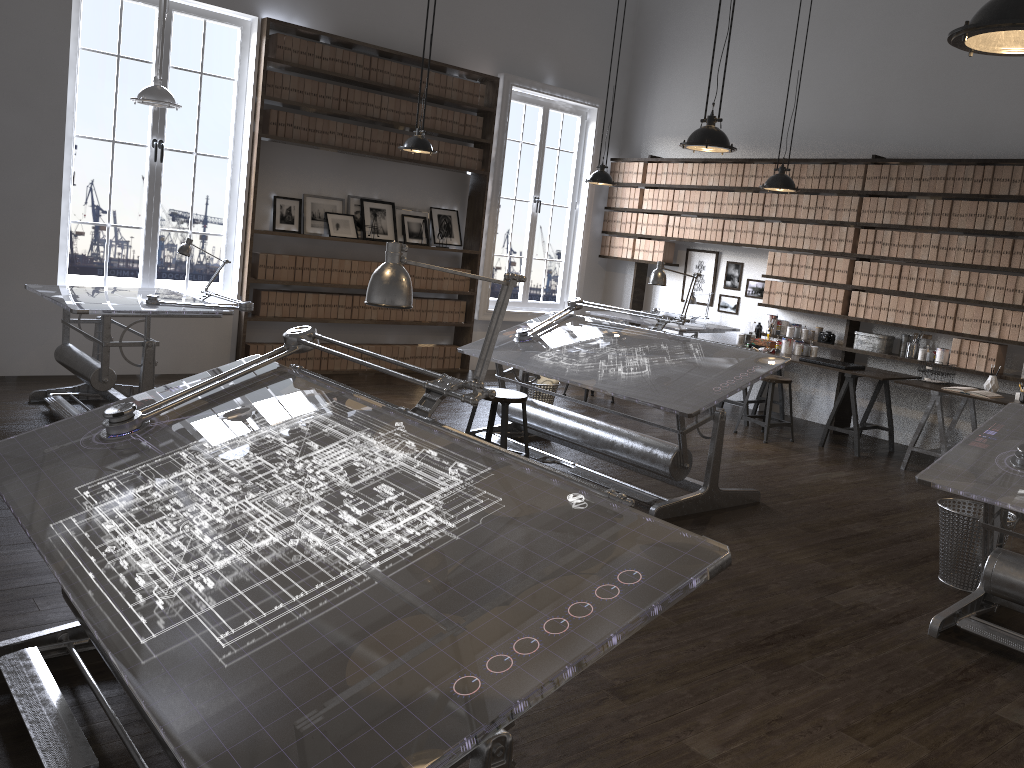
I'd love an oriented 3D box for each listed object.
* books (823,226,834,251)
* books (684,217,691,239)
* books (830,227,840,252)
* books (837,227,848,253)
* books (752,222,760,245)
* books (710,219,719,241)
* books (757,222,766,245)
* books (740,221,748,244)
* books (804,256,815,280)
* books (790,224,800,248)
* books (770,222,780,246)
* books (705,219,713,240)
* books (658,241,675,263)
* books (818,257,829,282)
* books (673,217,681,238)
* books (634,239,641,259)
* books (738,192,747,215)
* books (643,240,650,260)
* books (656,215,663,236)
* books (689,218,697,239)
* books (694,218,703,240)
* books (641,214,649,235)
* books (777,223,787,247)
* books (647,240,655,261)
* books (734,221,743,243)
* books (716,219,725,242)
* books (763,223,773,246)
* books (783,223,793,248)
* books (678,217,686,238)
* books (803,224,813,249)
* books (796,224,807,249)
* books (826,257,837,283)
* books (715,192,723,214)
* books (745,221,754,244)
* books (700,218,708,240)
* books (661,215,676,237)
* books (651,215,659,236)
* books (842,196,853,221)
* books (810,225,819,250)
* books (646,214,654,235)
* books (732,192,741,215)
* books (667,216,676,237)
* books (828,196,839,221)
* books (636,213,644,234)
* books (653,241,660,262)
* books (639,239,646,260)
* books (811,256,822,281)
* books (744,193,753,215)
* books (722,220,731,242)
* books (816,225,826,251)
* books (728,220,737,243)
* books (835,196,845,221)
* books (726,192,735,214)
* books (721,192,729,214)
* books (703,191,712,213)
[{"bbox_3d":[2.897,-1.306,7.994,0.174,0.224,0.067,0,9,-40],"label":"books"},{"bbox_3d":[1.881,-1.612,9.213,0.174,0.224,0.067,0,9,-40],"label":"books"},{"bbox_3d":[2.942,-1.292,7.941,0.174,0.224,0.067,0,9,-40],"label":"books"},{"bbox_3d":[2.983,-1.278,7.884,0.174,0.224,0.067,0,9,-40],"label":"books"},{"bbox_3d":[2.410,-1.448,8.575,0.174,0.224,0.067,0,9,-40],"label":"books"},{"bbox_3d":[2.098,-1.545,8.952,0.174,0.224,0.067,0,9,-40],"label":"books"},{"bbox_3d":[2.449,-1.436,8.526,0.174,0.224,0.067,0,9,-40],"label":"books"},{"bbox_3d":[2.326,-1.475,8.677,0.174,0.224,0.067,0,9,-40],"label":"books"},{"bbox_3d":[2.772,-1.062,8.131,0.174,0.224,0.067,0,9,-40],"label":"books"},{"bbox_3d":[2.681,-1.372,8.252,0.174,0.224,0.067,0,9,-40],"label":"books"},{"bbox_3d":[2.543,-1.414,8.409,0.174,0.224,0.067,0,9,-40],"label":"books"},{"bbox_3d":[2.054,-1.558,9.000,0.174,0.224,0.067,0,9,-40],"label":"books"},{"bbox_3d":[1.652,-1.408,9.479,0.174,0.224,0.067,0,9,-40],"label":"books"},{"bbox_3d":[2.864,-1.033,8.020,0.174,0.224,0.067,0,9,-40],"label":"books"},{"bbox_3d":[1.788,-1.639,9.315,0.174,0.224,0.067,0,9,-40],"label":"books"},{"bbox_3d":[1.432,-1.474,9.735,0.174,0.224,0.067,0,9,-40],"label":"books"},{"bbox_3d":[2.309,-1.758,8.694,0.174,0.224,0.067,0,9,-40],"label":"books"},{"bbox_3d":[1.521,-1.448,9.635,0.174,0.224,0.067,0,9,-40],"label":"books"},{"bbox_3d":[1.642,-1.692,9.494,0.174,0.224,0.067,0,9,-40],"label":"books"},{"bbox_3d":[1.922,-1.598,9.158,0.174,0.224,0.067,0,9,-40],"label":"books"},{"bbox_3d":[1.965,-1.584,9.100,0.174,0.224,0.067,0,9,-40],"label":"books"},{"bbox_3d":[1.506,-1.734,9.656,0.174,0.224,0.067,0,9,-40],"label":"books"},{"bbox_3d":[2.591,-1.400,8.356,0.174,0.224,0.067,0,9,-40],"label":"books"},{"bbox_3d":[1.560,-1.435,9.581,0.174,0.224,0.067,0,9,-40],"label":"books"},{"bbox_3d":[2.281,-1.488,8.731,0.174,0.224,0.067,0,9,-40],"label":"books"},{"bbox_3d":[2.140,-1.531,8.893,0.174,0.224,0.067,0,9,-40],"label":"books"},{"bbox_3d":[2.493,-1.422,8.470,0.174,0.224,0.067,0,9,-40],"label":"books"},{"bbox_3d":[2.638,-1.386,8.306,0.174,0.224,0.067,0,9,-40],"label":"books"},{"bbox_3d":[1.835,-1.626,9.265,0.174,0.224,0.067,0,9,-40],"label":"books"},{"bbox_3d":[2.770,-1.344,8.142,0.174,0.224,0.067,0,9,-40],"label":"books"},{"bbox_3d":[2.722,-1.359,8.196,0.174,0.224,0.067,0,9,-40],"label":"books"},{"bbox_3d":[2.915,-1.019,7.967,0.174,0.224,0.067,0,9,-40],"label":"books"},{"bbox_3d":[2.134,-1.813,8.913,0.174,0.224,0.067,0,9,-40],"label":"books"},{"bbox_3d":[2.364,-1.461,8.623,0.174,0.224,0.067,0,9,-40],"label":"books"},{"bbox_3d":[2.011,-1.570,9.046,0.174,0.224,0.067,0,9,-40],"label":"books"},{"bbox_3d":[1.679,-1.680,9.444,0.174,0.224,0.067,0,9,-40],"label":"books"},{"bbox_3d":[1.596,-1.707,9.552,0.174,0.224,0.067,0,9,-40],"label":"books"},{"bbox_3d":[3.015,-1.541,7.854,0.174,0.224,0.067,0,9,-40],"label":"books"},{"bbox_3d":[2.811,-1.332,8.095,0.174,0.224,0.067,0,9,-40],"label":"books"},{"bbox_3d":[1.553,-1.720,9.606,0.174,0.224,0.067,0,9,-40],"label":"books"},{"bbox_3d":[2.264,-1.772,8.749,0.174,0.224,0.067,0,9,-40],"label":"books"},{"bbox_3d":[1.737,-1.655,9.379,0.174,0.224,0.067,0,9,-40],"label":"books"},{"bbox_3d":[2.930,-1.566,7.950,0.174,0.224,0.067,0,9,-40],"label":"books"},{"bbox_3d":[1.457,-1.748,9.709,0.174,0.224,0.067,0,9,-40],"label":"books"},{"bbox_3d":[1.609,-1.421,9.533,0.174,0.224,0.067,0,9,-40],"label":"books"},{"bbox_3d":[1.480,-1.460,9.681,0.174,0.224,0.067,0,9,-40],"label":"books"},{"bbox_3d":[2.821,-1.048,8.080,0.174,0.224,0.067,0,9,-40],"label":"books"},{"bbox_3d":[2.353,-1.745,8.649,0.174,0.224,0.067,0,9,-40],"label":"books"},{"bbox_3d":[2.192,-1.516,8.839,0.174,0.224,0.067,0,9,-40],"label":"books"},{"bbox_3d":[2.849,-1.319,8.042,0.174,0.224,0.067,0,9,-40],"label":"books"},{"bbox_3d":[2.233,-1.502,8.782,0.174,0.224,0.067,0,9,-40],"label":"books"},{"bbox_3d":[2.976,-1.554,7.903,0.174,0.224,0.067,0,9,-40],"label":"books"},{"bbox_3d":[2.220,-1.786,8.806,0.174,0.224,0.067,0,9,-40],"label":"books"},{"bbox_3d":[2.179,-1.800,8.861,0.174,0.224,0.067,0,9,-40],"label":"books"},{"bbox_3d":[2.042,-1.841,9.020,0.174,0.224,0.067,0,9,-40],"label":"books"}]
